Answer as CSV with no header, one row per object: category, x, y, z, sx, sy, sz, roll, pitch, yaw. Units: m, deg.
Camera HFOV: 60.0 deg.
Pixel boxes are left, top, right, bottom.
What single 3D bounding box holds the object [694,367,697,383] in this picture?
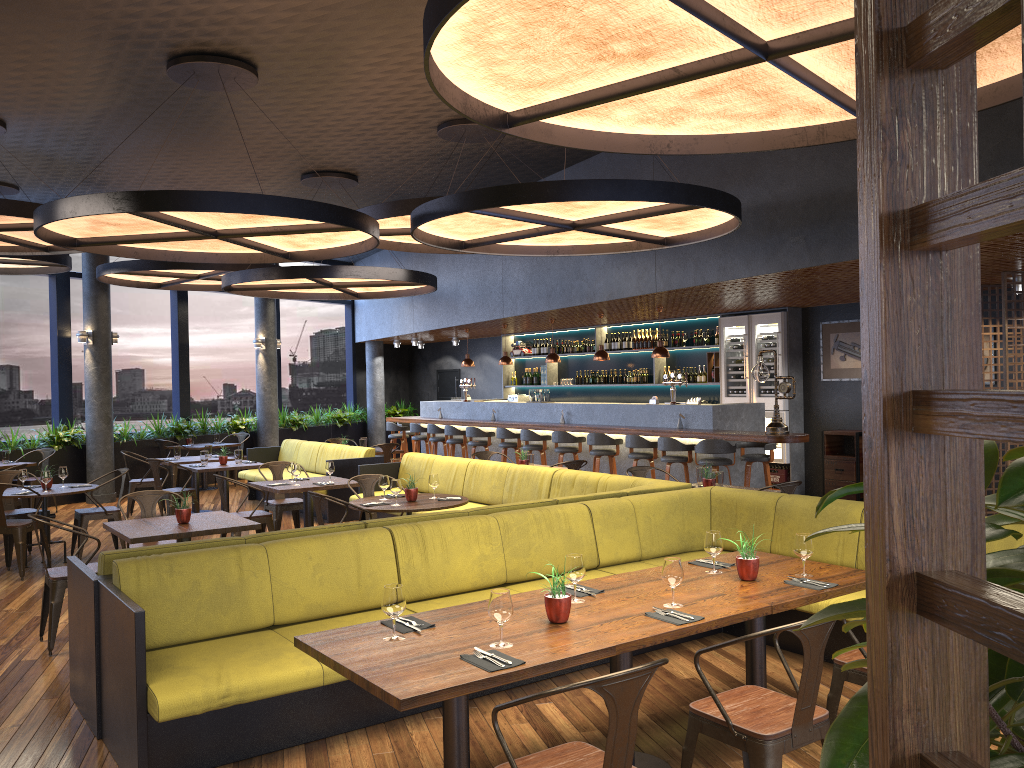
object,2.899,-0.139,14.010,0.063,0.254,0.063,-1,0,-27

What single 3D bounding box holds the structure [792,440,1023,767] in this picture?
structure,0.976,0.849,1.326,0.993,1.763,1.166,-1,0,25

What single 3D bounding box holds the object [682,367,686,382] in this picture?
object,2.722,-0.135,14.022,0.063,0.254,0.063,-1,0,-32

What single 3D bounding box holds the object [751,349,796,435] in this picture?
object,2.923,0.085,9.897,0.263,0.944,0.566,-1,0,-43

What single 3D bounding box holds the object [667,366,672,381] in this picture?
object,2.554,-0.147,14.424,0.079,0.281,0.079,-1,0,33

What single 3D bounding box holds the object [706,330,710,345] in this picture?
object,3.056,-0.721,13.812,0.063,0.254,0.063,-1,0,-27

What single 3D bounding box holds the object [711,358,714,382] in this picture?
object,3.105,-0.208,13.594,0.091,0.369,0.092,-1,0,24

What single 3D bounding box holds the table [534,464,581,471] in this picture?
table,0.151,1.337,9.927,0.887,0.763,0.906,-1,0,-35

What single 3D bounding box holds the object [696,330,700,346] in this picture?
object,2.882,-0.717,13.771,0.063,0.254,0.063,-1,0,-7

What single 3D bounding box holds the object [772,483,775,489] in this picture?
object,3.717,1.510,12.598,0.056,0.205,0.056,-1,0,11

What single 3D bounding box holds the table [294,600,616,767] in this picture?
table,-0.230,1.367,3.406,0.906,0.763,0.887,-1,0,-35

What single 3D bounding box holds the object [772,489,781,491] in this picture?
object,3.815,1.527,12.645,0.277,0.206,0.416,-1,0,-42

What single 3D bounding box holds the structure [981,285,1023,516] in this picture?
structure,5.294,0.260,9.788,1.319,2.700,0.050,-1,0,-5

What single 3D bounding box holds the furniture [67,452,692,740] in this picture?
furniture,-0.662,1.290,6.546,4.895,0.914,7.462,-1,0,-40

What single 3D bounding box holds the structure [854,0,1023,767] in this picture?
structure,0.245,0.399,0.017,0.050,2.700,0.852,-1,0,-5

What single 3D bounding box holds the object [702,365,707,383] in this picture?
object,2.994,-0.155,13.802,0.079,0.281,0.079,-1,0,-42

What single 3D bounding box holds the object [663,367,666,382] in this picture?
object,2.500,-0.146,14.501,0.079,0.281,0.079,-1,0,-32

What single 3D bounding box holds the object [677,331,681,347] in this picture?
object,2.656,-0.714,14.125,0.063,0.254,0.063,-1,0,27

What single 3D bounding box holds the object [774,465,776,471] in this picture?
object,3.817,1.282,12.842,0.057,0.205,0.056,-1,0,-35

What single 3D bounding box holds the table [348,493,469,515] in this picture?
table,-0.861,1.366,7.483,1.007,0.760,1.007,-1,0,2

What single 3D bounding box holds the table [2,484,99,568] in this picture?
table,-4.709,1.443,8.944,1.007,0.760,1.007,-1,0,42

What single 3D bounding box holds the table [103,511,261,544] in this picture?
table,-2.425,1.403,6.512,0.887,0.763,0.906,-1,0,-35

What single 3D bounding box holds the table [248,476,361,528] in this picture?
table,-2.093,1.387,9.070,0.906,0.763,0.887,-1,0,-35

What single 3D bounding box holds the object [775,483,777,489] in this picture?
object,3.762,1.509,12.642,0.057,0.205,0.056,-1,0,10

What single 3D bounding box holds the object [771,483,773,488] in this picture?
object,3.725,1.510,12.693,0.057,0.205,0.056,-1,0,-30

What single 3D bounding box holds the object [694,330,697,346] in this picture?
object,2.877,-0.717,13.884,0.063,0.254,0.063,-1,0,7

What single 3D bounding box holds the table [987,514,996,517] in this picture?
table,3.273,1.285,5.521,0.887,0.763,0.906,-1,0,-35

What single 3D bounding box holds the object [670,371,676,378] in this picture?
object,2.594,-0.110,14.275,0.097,0.206,0.097,-1,0,23

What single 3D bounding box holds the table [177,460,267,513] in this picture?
table,-3.700,1.414,11.367,0.887,0.763,0.906,-1,0,-35

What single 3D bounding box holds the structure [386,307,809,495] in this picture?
structure,1.359,0.329,14.028,2.700,2.700,9.298,-1,0,-35

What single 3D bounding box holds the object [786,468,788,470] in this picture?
object,3.877,1.282,12.493,0.057,0.205,0.056,-1,0,-30

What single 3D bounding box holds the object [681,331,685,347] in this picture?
object,2.732,-0.715,14.181,0.063,0.254,0.063,-1,0,42

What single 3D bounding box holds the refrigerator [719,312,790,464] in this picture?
refrigerator,3.583,0.053,12.856,0.454,2.109,1.159,-1,0,-35

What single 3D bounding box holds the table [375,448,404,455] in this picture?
table,-2.208,1.376,13.211,0.906,0.763,0.887,-1,0,-35

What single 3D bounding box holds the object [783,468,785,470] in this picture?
object,3.825,1.282,12.461,0.056,0.205,0.056,-1,0,-29

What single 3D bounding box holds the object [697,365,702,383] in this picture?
object,2.939,-0.154,13.879,0.079,0.281,0.079,-1,0,28

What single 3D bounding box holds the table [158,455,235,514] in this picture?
table,-4.449,1.426,12.425,0.906,0.763,0.887,-1,0,-35

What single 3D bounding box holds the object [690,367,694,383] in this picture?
object,2.836,-0.137,13.955,0.063,0.254,0.063,-1,0,18

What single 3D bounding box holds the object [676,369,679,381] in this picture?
object,2.655,-0.119,14.144,0.088,0.224,0.088,-1,0,24

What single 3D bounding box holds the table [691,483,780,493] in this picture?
table,1.710,1.311,7.723,0.887,0.763,0.906,-1,0,-35

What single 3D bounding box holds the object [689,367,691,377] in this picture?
object,2.847,-0.138,14.128,0.063,0.254,0.063,-1,0,18

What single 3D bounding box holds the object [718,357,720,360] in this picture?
object,3.186,-0.366,13.475,0.097,0.206,0.097,-1,0,5

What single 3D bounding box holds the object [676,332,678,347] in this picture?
object,2.665,-0.714,14.274,0.063,0.254,0.063,-1,0,17

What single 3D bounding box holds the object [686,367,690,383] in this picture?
object,2.784,-0.137,14.073,0.063,0.254,0.063,-1,0,-7

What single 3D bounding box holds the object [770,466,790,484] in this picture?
object,3.821,1.302,12.654,0.277,0.206,0.416,-1,0,-32

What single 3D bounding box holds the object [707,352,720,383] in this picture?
object,3.144,-0.255,13.534,0.161,0.475,0.300,-1,0,-36

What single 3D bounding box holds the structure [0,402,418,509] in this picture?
structure,-6.242,1.130,14.933,0.808,1.413,17.112,-1,0,30

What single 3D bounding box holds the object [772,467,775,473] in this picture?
object,3.716,1.284,12.624,0.056,0.205,0.056,-1,0,21

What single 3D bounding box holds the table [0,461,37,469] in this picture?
table,-7.171,1.485,12.082,0.887,0.763,0.906,-1,0,29

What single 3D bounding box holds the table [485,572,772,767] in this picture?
table,0.505,1.349,3.932,0.906,0.763,0.887,-1,0,-35

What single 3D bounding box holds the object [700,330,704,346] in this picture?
object,2.956,-0.719,13.842,0.063,0.254,0.063,-1,0,18

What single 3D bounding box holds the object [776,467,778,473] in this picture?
object,3.754,1.284,12.569,0.056,0.205,0.056,-1,0,-4

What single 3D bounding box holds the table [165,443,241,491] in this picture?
table,-5.332,1.435,15.310,0.887,0.763,0.906,-1,0,29

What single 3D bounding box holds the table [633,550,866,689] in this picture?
table,1.245,1.332,4.456,0.906,0.763,0.887,-1,0,-35

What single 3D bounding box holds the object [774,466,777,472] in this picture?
object,3.797,1.282,12.755,0.056,0.205,0.056,-1,0,41

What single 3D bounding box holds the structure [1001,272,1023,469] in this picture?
structure,5.405,0.262,8.589,1.319,2.700,0.050,-1,0,-5

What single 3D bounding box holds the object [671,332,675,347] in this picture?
object,2.580,-0.712,14.220,0.063,0.254,0.063,-1,0,-38

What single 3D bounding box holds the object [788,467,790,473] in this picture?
object,3.960,1.279,12.623,0.056,0.205,0.057,-1,0,5

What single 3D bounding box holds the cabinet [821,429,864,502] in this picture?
cabinet,4.425,1.119,11.641,0.473,1.007,0.553,-1,0,-35

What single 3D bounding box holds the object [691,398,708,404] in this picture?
object,2.953,0.455,13.901,0.204,0.492,0.310,-1,0,-35
